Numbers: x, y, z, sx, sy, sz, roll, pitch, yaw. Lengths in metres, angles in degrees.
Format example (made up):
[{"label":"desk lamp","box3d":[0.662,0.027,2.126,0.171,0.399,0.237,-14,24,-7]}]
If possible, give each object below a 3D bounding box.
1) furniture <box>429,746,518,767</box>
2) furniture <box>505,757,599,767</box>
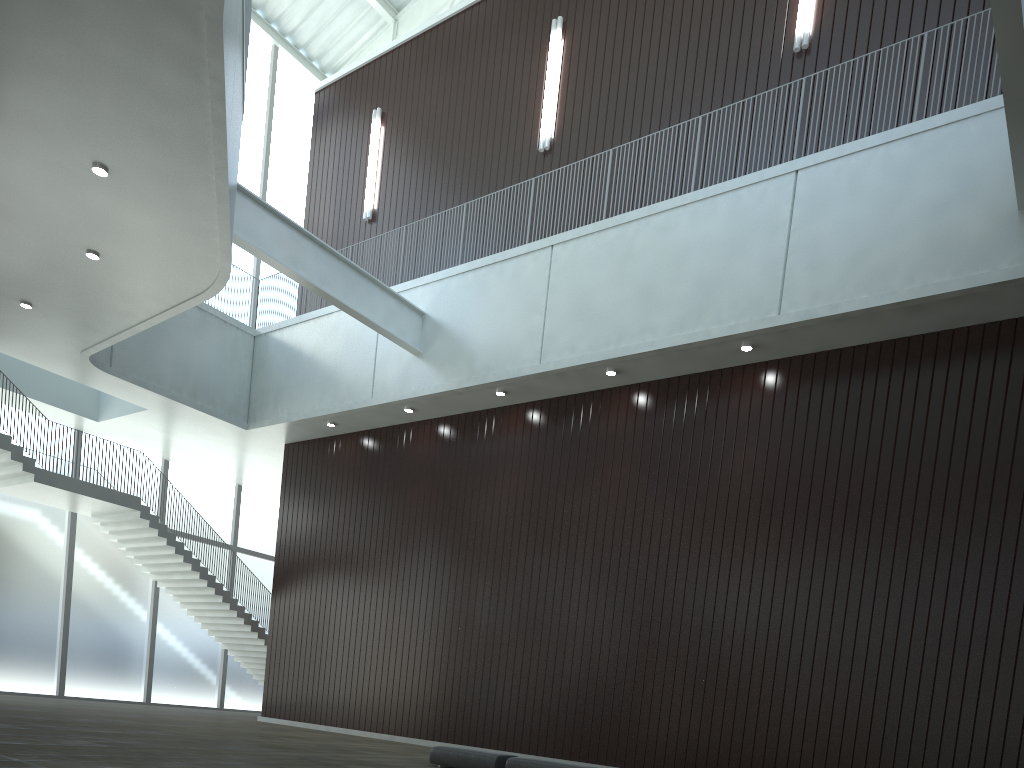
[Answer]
[{"label":"furniture","box3d":[-1.754,17.839,37.880,4.015,1.039,2.276,-9,-23,35]},{"label":"furniture","box3d":[1.878,17.143,35.238,4.015,1.039,2.276,-9,-23,35]}]
